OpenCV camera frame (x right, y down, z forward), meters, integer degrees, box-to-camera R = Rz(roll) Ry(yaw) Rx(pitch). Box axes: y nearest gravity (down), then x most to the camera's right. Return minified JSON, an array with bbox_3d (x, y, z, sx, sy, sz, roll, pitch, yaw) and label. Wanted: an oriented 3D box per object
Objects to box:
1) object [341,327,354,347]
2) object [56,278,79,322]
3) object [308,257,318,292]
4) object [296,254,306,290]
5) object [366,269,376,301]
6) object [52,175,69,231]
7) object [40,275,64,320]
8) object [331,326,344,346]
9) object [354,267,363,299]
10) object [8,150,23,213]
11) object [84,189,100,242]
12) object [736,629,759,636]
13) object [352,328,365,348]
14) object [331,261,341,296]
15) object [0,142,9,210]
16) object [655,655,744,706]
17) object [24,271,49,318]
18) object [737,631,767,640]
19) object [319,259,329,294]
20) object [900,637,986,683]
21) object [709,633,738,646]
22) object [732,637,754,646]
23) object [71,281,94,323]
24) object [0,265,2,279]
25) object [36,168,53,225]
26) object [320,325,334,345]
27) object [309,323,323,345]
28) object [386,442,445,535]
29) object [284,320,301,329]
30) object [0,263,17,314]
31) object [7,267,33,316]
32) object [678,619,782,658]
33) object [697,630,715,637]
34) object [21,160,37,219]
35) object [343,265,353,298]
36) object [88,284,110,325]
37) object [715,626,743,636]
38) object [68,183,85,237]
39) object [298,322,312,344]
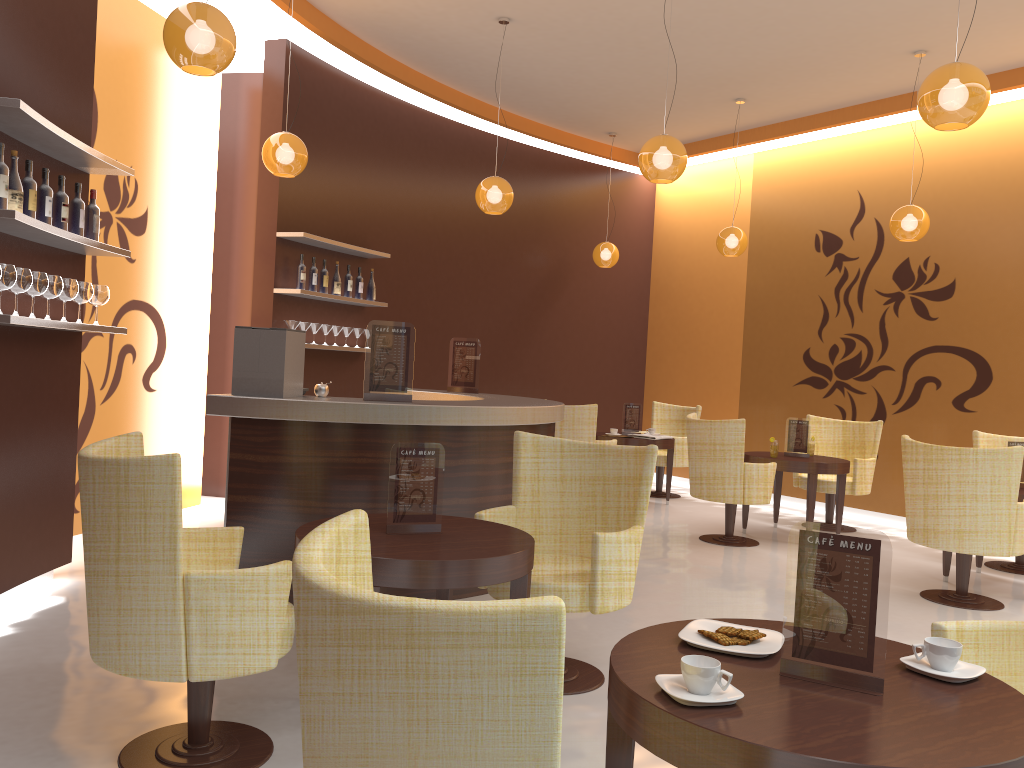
[{"bbox_3d":[-1.453,-0.409,7.779,0.137,0.174,0.137,4,1,29],"label":"object"},{"bbox_3d":[-2.240,-0.415,4.441,0.125,0.221,0.125,3,1,-11],"label":"object"},{"bbox_3d":[-1.633,-0.894,7.286,0.073,0.297,0.073,3,1,2],"label":"object"},{"bbox_3d":[-1.693,-0.894,7.126,0.073,0.297,0.073,3,1,2],"label":"object"},{"bbox_3d":[-1.276,-0.893,8.042,0.086,0.303,0.086,3,1,-22],"label":"object"},{"bbox_3d":[-2.214,-0.872,4.347,0.073,0.297,0.073,3,1,-27],"label":"object"},{"bbox_3d":[-2.233,-0.412,4.273,0.125,0.221,0.125,3,1,-11],"label":"object"},{"bbox_3d":[-1.520,-0.411,7.641,0.137,0.174,0.137,4,1,29],"label":"object"},{"bbox_3d":[-1.360,-0.890,7.886,0.073,0.297,0.073,3,1,2],"label":"object"},{"bbox_3d":[-2.182,-0.867,3.876,0.086,0.303,0.086,4,1,33],"label":"object"},{"bbox_3d":[-2.218,-0.879,4.686,0.073,0.297,0.073,3,1,-27],"label":"object"},{"bbox_3d":[0.571,0.607,2.148,0.054,0.018,0.051,3,1,11],"label":"object"},{"bbox_3d":[-1.381,-0.408,7.918,0.137,0.174,0.137,3,1,-11],"label":"object"},{"bbox_3d":[-1.506,-0.898,7.604,0.086,0.303,0.086,4,1,37],"label":"object"},{"bbox_3d":[-2.140,-0.856,3.698,0.073,0.297,0.073,3,1,-27],"label":"object"},{"bbox_3d":[0.372,0.585,1.764,0.153,0.069,0.153,3,1,-14],"label":"object"},{"bbox_3d":[-2.219,-0.408,4.110,0.125,0.221,0.125,3,1,-11],"label":"object"},{"bbox_3d":[0.571,0.599,2.113,0.052,0.016,0.055,2,1,-37],"label":"object"},{"bbox_3d":[-1.576,-0.893,7.431,0.073,0.297,0.073,2,1,-39],"label":"object"},{"bbox_3d":[0.967,0.614,1.991,0.153,0.069,0.153,2,1,-36],"label":"object"},{"bbox_3d":[0.496,0.601,2.085,0.051,0.018,0.054,2,1,-38],"label":"object"},{"bbox_3d":[0.540,0.610,2.103,0.054,0.018,0.051,4,1,41],"label":"object"},{"bbox_3d":[-2.247,-0.419,4.611,0.125,0.221,0.125,3,1,-11],"label":"object"},{"bbox_3d":[-2.161,-0.396,3.628,0.125,0.221,0.125,3,1,-11],"label":"object"},{"bbox_3d":[-2.207,-0.869,4.185,0.073,0.297,0.073,3,1,-27],"label":"object"},{"bbox_3d":[-1.578,-0.411,7.506,0.137,0.174,0.137,4,1,29],"label":"object"},{"bbox_3d":[-1.642,-0.414,7.366,0.137,0.174,0.137,4,1,29],"label":"object"},{"bbox_3d":[-0.354,0.384,3.278,0.209,0.335,0.042,3,1,-22],"label":"object"},{"bbox_3d":[-1.756,-0.415,7.077,0.137,0.174,0.137,4,1,19],"label":"object"},{"bbox_3d":[-2.186,-0.400,3.785,0.125,0.221,0.125,3,1,-11],"label":"object"},{"bbox_3d":[-2.206,-0.404,3.947,0.125,0.221,0.125,3,1,-11],"label":"object"},{"bbox_3d":[0.527,0.612,2.128,0.234,0.020,0.234,4,1,25],"label":"object"},{"bbox_3d":[0.478,0.601,2.127,0.052,0.018,0.055,3,1,-12],"label":"object"},{"bbox_3d":[-2.195,-0.865,4.019,0.073,0.297,0.073,4,1,23],"label":"object"},{"bbox_3d":[-1.430,-0.891,7.745,0.073,0.297,0.073,3,1,2],"label":"object"},{"bbox_3d":[-2.238,-0.421,4.780,0.125,0.221,0.125,3,1,-11],"label":"object"},{"bbox_3d":[0.530,0.604,2.168,0.055,0.014,0.053,4,1,37],"label":"object"},{"bbox_3d":[-2.218,-0.876,4.521,0.073,0.297,0.073,2,1,-39],"label":"object"},{"bbox_3d":[-1.699,-0.414,7.221,0.137,0.174,0.137,4,1,19],"label":"object"}]
